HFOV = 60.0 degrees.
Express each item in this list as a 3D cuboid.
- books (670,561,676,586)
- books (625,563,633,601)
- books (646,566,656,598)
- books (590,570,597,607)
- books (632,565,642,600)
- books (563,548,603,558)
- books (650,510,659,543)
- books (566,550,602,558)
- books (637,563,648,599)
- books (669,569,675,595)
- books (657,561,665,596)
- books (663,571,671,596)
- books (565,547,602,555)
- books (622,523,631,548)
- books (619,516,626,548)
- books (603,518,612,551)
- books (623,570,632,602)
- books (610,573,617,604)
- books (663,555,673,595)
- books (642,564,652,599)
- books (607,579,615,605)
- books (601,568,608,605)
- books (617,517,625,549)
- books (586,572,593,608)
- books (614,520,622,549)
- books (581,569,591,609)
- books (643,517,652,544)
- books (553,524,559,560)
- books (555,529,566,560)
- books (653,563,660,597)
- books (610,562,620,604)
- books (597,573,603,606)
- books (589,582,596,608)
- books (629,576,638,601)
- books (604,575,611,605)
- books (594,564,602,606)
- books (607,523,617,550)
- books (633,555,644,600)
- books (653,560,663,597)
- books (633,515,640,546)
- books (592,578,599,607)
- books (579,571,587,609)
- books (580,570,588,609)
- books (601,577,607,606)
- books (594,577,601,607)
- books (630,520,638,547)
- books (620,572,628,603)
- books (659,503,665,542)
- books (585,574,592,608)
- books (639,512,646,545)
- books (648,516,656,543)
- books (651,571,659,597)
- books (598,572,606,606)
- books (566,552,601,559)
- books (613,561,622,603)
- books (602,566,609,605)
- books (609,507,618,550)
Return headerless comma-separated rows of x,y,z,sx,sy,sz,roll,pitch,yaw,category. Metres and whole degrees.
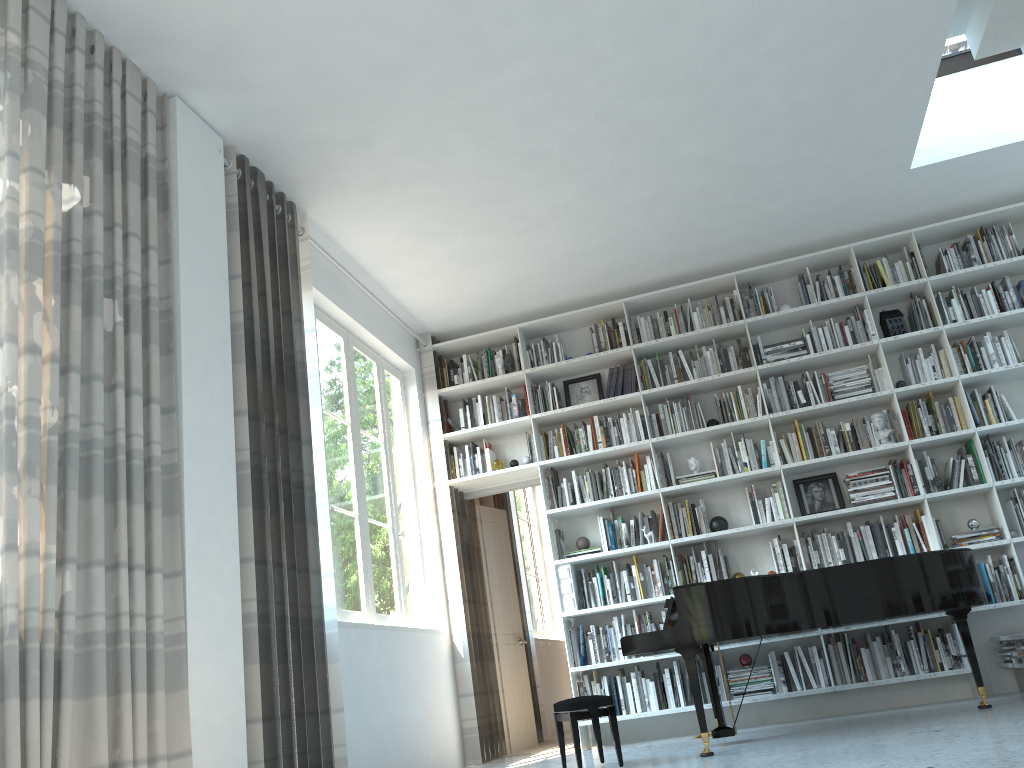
1.151,1.378,6.264,0.010,0.239,0.175,-13,-19,12,books
0.852,1.427,6.342,0.014,0.281,0.150,-13,-19,12,books
1.000,1.422,6.310,0.025,0.228,0.153,-13,-19,12,books
0.603,1.484,6.398,0.008,0.278,0.165,-13,-19,12,books
0.900,1.429,6.328,0.026,0.253,0.177,-13,-19,12,books
0.532,1.243,6.497,0.285,0.012,0.160,-14,-20,16,books
1.043,1.047,6.406,0.021,0.250,0.154,-13,-19,12,books
0.535,1.255,6.495,0.254,0.012,0.161,-12,-20,10,books
0.941,1.413,6.309,0.028,0.259,0.181,-13,-19,12,books
1.146,1.414,6.284,0.023,0.186,0.130,-13,-19,12,books
1.068,1.392,6.299,0.013,0.259,0.143,-13,-19,12,books
1.099,1.422,6.281,0.041,0.181,0.142,-13,-19,12,books
0.532,1.233,6.507,0.254,0.012,0.161,-13,-20,13,books
0.838,1.115,6.420,0.029,0.189,0.189,-13,-19,12,books
0.819,1.094,6.445,0.011,0.249,0.172,-13,-19,12,books
0.714,1.121,6.485,0.031,0.254,0.143,-13,-19,12,books
0.836,1.456,6.339,0.027,0.229,0.159,-13,-19,12,books
0.740,1.484,6.382,0.016,0.230,0.136,-13,-19,12,books
1.113,1.362,6.273,0.014,0.285,0.180,-13,-19,12,books
0.969,1.414,6.306,0.028,0.248,0.159,-13,-19,12,books
0.719,1.497,6.347,0.016,0.188,0.184,-13,-19,12,books
0.685,1.470,6.388,0.009,0.277,0.158,-13,-19,12,books
0.808,1.104,6.466,0.022,0.248,0.129,-13,-19,12,books
0.578,1.496,6.397,0.007,0.263,0.177,-13,-19,12,books
0.786,1.120,6.475,0.031,0.230,0.148,-13,-19,12,books
0.548,1.492,6.419,0.014,0.293,0.172,-13,-19,12,books
0.992,1.075,6.399,0.030,0.207,0.173,-13,-19,12,books
0.346,1.192,6.577,0.012,0.284,0.160,-13,-19,12,books
0.365,1.204,6.557,0.028,0.242,0.157,-13,-19,12,books
1.037,1.405,6.303,0.010,0.245,0.160,-13,-19,12,books
0.752,1.436,6.355,0.019,0.299,0.180,-13,-19,12,books
0.651,1.491,6.382,0.014,0.242,0.171,-13,-19,12,books
0.591,1.523,6.367,0.019,0.188,0.194,-13,-19,12,books
0.876,1.466,6.313,0.029,0.181,0.190,-13,-19,12,books
0.703,1.488,6.359,0.015,0.218,0.190,-13,-19,12,books
0.637,1.460,6.398,0.006,0.314,0.146,-13,-19,12,books
0.738,1.128,6.443,0.029,0.207,0.190,-13,-19,12,books
0.915,1.392,6.332,0.021,0.321,0.172,-13,-19,12,books
1.046,1.387,6.286,0.021,0.264,0.186,-13,-19,12,books
0.917,1.083,6.442,0.013,0.241,0.142,-13,-19,12,books
0.620,1.512,6.391,0.015,0.217,0.177,-13,-19,12,books
0.525,1.504,6.431,0.008,0.284,0.160,-13,-19,12,books
0.535,1.499,6.428,0.016,0.288,0.153,-13,-19,12,books
0.680,1.506,6.388,0.016,0.210,0.146,-13,-19,12,books
0.631,1.506,6.376,0.015,0.216,0.180,-13,-19,12,books
0.886,1.104,6.445,0.056,0.213,0.143,-13,-19,12,books
0.806,1.468,6.363,0.045,0.229,0.138,-13,-19,12,books
1.079,1.013,6.362,0.082,0.275,0.229,-13,-19,12,books
0.570,1.507,6.417,0.022,0.256,0.142,-13,-19,12,books
0.948,1.065,6.423,0.060,0.254,0.159,-13,-19,12,books
1.022,1.071,6.402,0.027,0.209,0.144,-13,-19,12,books
1.026,1.434,6.302,0.023,0.193,0.140,-13,-19,12,books
0.658,1.484,6.367,0.009,0.243,0.185,-13,-19,12,books
0.537,1.267,6.495,0.254,0.012,0.161,-13,-20,13,books
0.769,1.434,6.364,0.012,0.305,0.190,-13,-19,12,books
0.686,1.457,6.366,0.007,0.285,0.183,-13,-19,12,books
0.757,1.074,6.490,0.011,0.334,0.154,-13,-19,12,books
